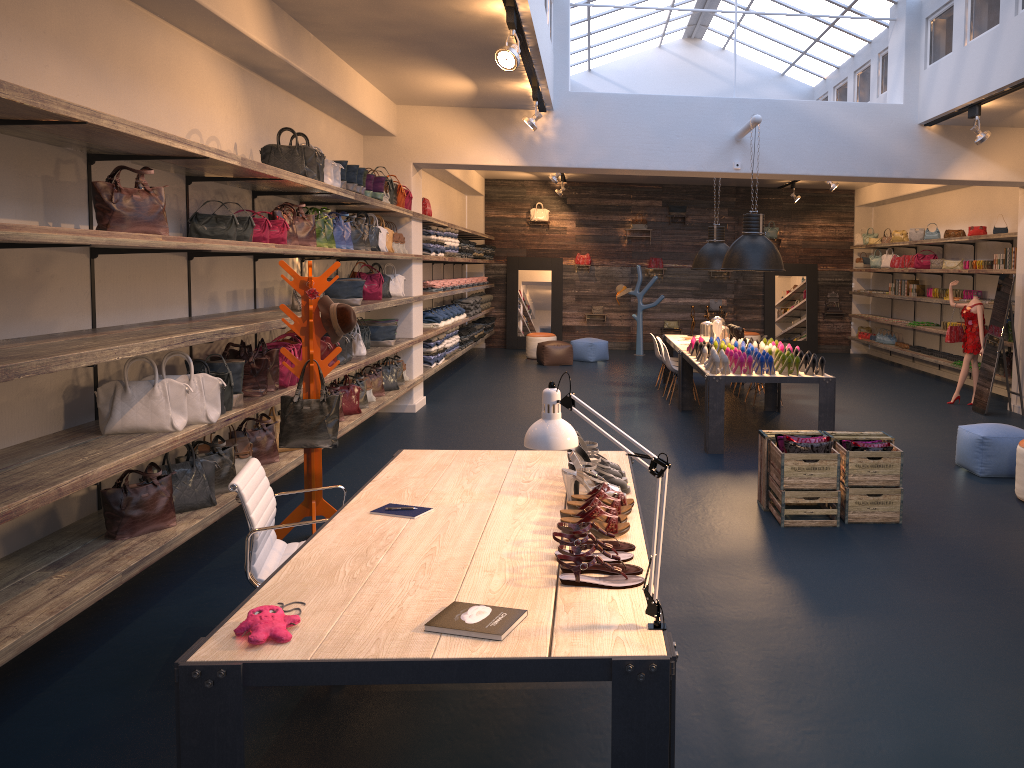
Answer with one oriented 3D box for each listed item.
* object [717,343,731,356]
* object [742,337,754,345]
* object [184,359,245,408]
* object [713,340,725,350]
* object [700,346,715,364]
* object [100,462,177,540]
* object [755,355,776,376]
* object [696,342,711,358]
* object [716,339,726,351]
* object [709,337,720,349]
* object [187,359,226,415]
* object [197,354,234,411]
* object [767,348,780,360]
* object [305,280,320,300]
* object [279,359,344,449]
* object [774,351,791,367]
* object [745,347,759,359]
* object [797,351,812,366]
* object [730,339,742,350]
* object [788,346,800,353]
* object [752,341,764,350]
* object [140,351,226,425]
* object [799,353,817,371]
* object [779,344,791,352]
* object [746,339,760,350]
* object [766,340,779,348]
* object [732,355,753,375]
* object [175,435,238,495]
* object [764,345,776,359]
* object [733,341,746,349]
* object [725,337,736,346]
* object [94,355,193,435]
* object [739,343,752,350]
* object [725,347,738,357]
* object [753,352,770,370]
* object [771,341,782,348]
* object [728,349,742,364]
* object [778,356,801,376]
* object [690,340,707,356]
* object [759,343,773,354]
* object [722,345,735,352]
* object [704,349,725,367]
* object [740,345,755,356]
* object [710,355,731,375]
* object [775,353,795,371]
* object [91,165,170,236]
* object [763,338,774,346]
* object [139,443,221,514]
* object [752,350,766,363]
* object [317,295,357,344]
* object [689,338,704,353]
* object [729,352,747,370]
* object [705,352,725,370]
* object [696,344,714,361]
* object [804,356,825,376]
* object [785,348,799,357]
[{"bbox_3d":[2.374,-0.374,9.709,0.202,0.194,0.243,1,6,1],"label":"object"},{"bbox_3d":[2.861,-0.481,10.579,0.202,0.194,0.243,1,6,1],"label":"object"},{"bbox_3d":[-1.724,-0.002,5.080,0.321,0.283,0.193,3,5,18],"label":"object"},{"bbox_3d":[2.376,-0.414,10.000,0.201,0.194,0.245,1,6,4],"label":"object"},{"bbox_3d":[2.080,-0.307,9.164,0.197,0.194,0.249,2,6,10],"label":"object"},{"bbox_3d":[-1.805,0.561,4.251,0.200,0.337,0.407,5,7,39],"label":"object"},{"bbox_3d":[2.443,-0.190,8.364,0.198,0.194,0.248,2,6,9],"label":"object"},{"bbox_3d":[2.158,-0.379,9.710,0.198,0.194,0.248,2,6,9],"label":"object"},{"bbox_3d":[2.432,-0.447,10.254,0.207,0.194,0.237,0,6,-7],"label":"object"},{"bbox_3d":[2.447,-0.485,10.538,0.202,0.194,0.243,1,6,1],"label":"object"},{"bbox_3d":[-1.752,0.018,4.807,0.334,0.308,0.158,2,5,7],"label":"object"},{"bbox_3d":[-1.699,-0.006,4.937,0.233,0.327,0.110,1,4,4],"label":"object"},{"bbox_3d":[2.743,-0.293,9.169,0.202,0.194,0.243,1,6,1],"label":"object"},{"bbox_3d":[-1.147,-0.539,4.989,0.081,0.112,0.062,-1,5,-19],"label":"object"},{"bbox_3d":[-1.171,0.123,5.017,0.372,0.521,0.204,1,4,6],"label":"object"},{"bbox_3d":[2.762,-0.254,8.889,0.205,0.194,0.240,1,6,-3],"label":"object"},{"bbox_3d":[2.523,-0.298,9.172,0.202,0.194,0.243,1,6,1],"label":"object"},{"bbox_3d":[2.990,-0.255,8.932,0.202,0.194,0.243,1,6,1],"label":"object"},{"bbox_3d":[2.636,-0.445,10.271,0.202,0.194,0.243,1,6,1],"label":"object"},{"bbox_3d":[3.049,-0.327,9.476,0.205,0.194,0.240,1,6,-2],"label":"object"},{"bbox_3d":[2.818,-0.405,10.007,0.205,0.194,0.240,1,6,-3],"label":"object"},{"bbox_3d":[-1.729,0.015,4.537,0.452,0.384,0.181,-2,5,-23],"label":"object"},{"bbox_3d":[2.949,-0.218,8.652,0.202,0.194,0.243,1,6,1],"label":"object"},{"bbox_3d":[3.063,-0.365,9.758,0.198,0.194,0.248,2,6,8],"label":"object"},{"bbox_3d":[2.844,-0.442,10.289,0.204,0.194,0.241,1,6,-1],"label":"object"},{"bbox_3d":[3.076,-0.438,10.293,0.202,0.194,0.243,1,6,1],"label":"object"},{"bbox_3d":[2.222,-0.190,8.327,0.204,0.194,0.241,1,6,-1],"label":"object"},{"bbox_3d":[-1.722,0.468,4.956,0.200,0.337,0.408,5,7,42],"label":"object"},{"bbox_3d":[2.803,-0.332,9.471,0.202,0.194,0.243,1,6,1],"label":"object"},{"bbox_3d":[2.609,-0.411,10.015,0.202,0.194,0.243,1,6,1],"label":"object"},{"bbox_3d":[2.650,-0.481,10.542,0.199,0.194,0.247,2,6,8],"label":"object"},{"bbox_3d":[-1.818,0.045,4.301,0.452,0.384,0.181,-2,5,-23],"label":"object"},{"bbox_3d":[2.615,-0.373,9.740,0.202,0.194,0.243,1,6,1],"label":"object"},{"bbox_3d":[2.310,-0.299,9.143,0.198,0.194,0.248,2,6,9],"label":"object"},{"bbox_3d":[2.486,-0.228,8.654,0.202,0.194,0.243,1,6,1],"label":"object"},{"bbox_3d":[3.042,-0.404,10.038,0.202,0.194,0.243,1,6,1],"label":"object"},{"bbox_3d":[2.275,-0.264,8.880,0.200,0.194,0.246,2,6,6],"label":"object"},{"bbox_3d":[2.677,-0.184,8.359,0.206,0.194,0.238,0,6,-6],"label":"object"},{"bbox_3d":[2.153,-0.415,9.968,0.202,0.194,0.243,1,6,1],"label":"object"},{"bbox_3d":[2.845,-0.369,9.751,0.202,0.194,0.243,1,6,1],"label":"object"},{"bbox_3d":[2.338,-0.336,9.420,0.202,0.194,0.243,1,6,1],"label":"object"},{"bbox_3d":[2.072,-0.266,8.862,0.210,0.194,0.234,0,6,-12],"label":"object"},{"bbox_3d":[2.561,-0.339,9.479,0.209,0.194,0.243,1,6,1],"label":"object"},{"bbox_3d":[1.994,-0.192,8.299,0.199,0.194,0.247,2,6,7],"label":"object"},{"bbox_3d":[2.720,-0.220,8.631,0.202,0.194,0.243,1,6,1],"label":"object"},{"bbox_3d":[-1.805,-0.877,4.156,0.200,0.337,0.407,5,7,39],"label":"object"},{"bbox_3d":[3.097,-0.474,10.561,0.202,0.194,0.243,1,6,1],"label":"object"},{"bbox_3d":[-1.768,0.483,4.632,0.178,0.384,0.461,4,7,39],"label":"object"},{"bbox_3d":[2.527,-0.263,8.914,0.204,0.194,0.241,1,6,-1],"label":"object"},{"bbox_3d":[-1.023,-0.380,5.157,0.181,0.289,0.277,2,6,9],"label":"object"},{"bbox_3d":[2.186,-0.451,10.244,0.201,0.194,0.251,2,6,13],"label":"object"},{"bbox_3d":[2.245,-0.228,8.611,0.202,0.194,0.243,1,6,1],"label":"object"},{"bbox_3d":[2.019,-0.230,8.584,0.207,0.194,0.237,0,6,-7],"label":"object"},{"bbox_3d":[2.113,-0.343,9.436,0.205,0.194,0.240,1,6,-3],"label":"object"},{"bbox_3d":[2.927,-0.180,8.372,0.202,0.194,0.243,1,6,1],"label":"object"},{"bbox_3d":[2.969,-0.294,9.215,0.198,0.194,0.249,2,6,10],"label":"object"}]
